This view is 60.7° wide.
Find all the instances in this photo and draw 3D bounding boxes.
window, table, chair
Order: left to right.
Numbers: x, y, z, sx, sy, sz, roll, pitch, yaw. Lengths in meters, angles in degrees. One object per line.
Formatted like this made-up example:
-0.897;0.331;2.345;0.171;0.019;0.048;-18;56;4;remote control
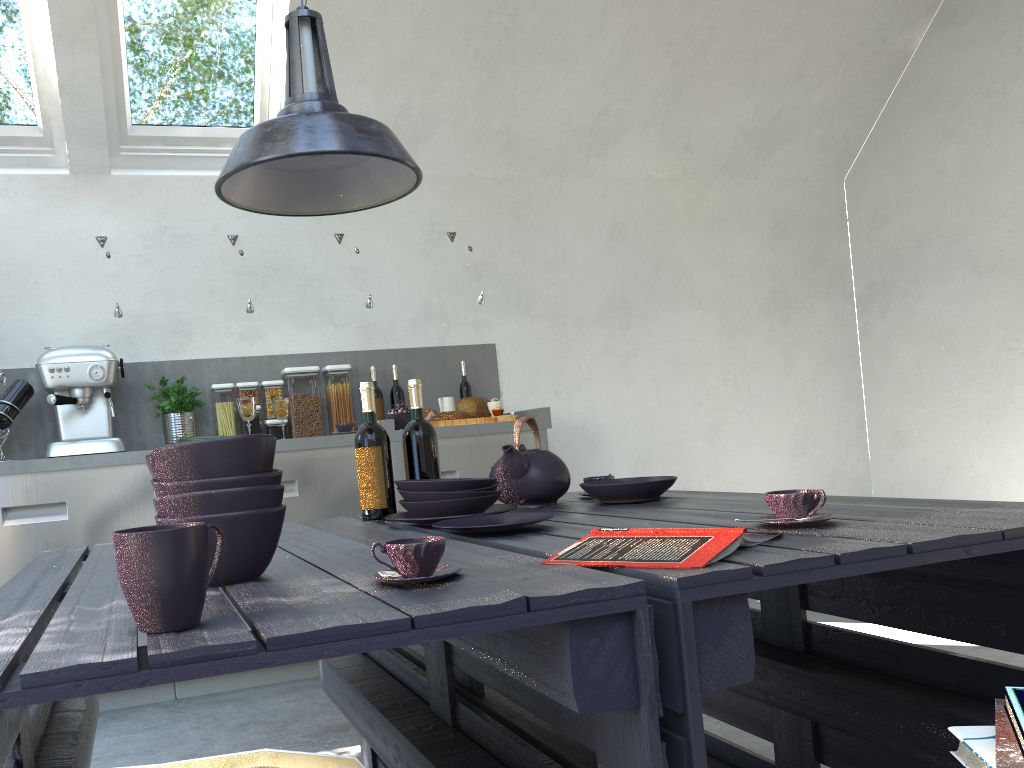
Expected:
-2.239;-1.713;3.351;0.798;1.396;1.549;-5;-2;-22;window
-1.333;-1.782;3.632;0.798;1.389;1.542;-5;-2;-22;window
-0.222;0.630;0.827;0.712;0.819;0.755;-5;-1;9;chair
-0.101;0.686;1.708;1.540;0.797;1.570;-4;-3;-21;table

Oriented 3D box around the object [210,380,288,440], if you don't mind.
-1.245;0.143;4.160;0.328;0.294;0.110;-4;0;-18;object

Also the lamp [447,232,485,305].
-0.230;-0.594;4.424;0.057;0.437;0.346;-5;-1;-23;lamp

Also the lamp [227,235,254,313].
-1.268;-0.524;4.093;0.057;0.437;0.346;-5;-1;-23;lamp

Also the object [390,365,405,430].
-0.576;0.076;4.401;0.070;0.345;0.074;-5;0;-18;object

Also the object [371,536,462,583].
-0.124;0.227;1.134;0.109;0.056;0.123;-3;-3;-33;object

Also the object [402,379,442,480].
-0.234;0.160;2.241;0.094;0.345;0.088;-5;0;13;object

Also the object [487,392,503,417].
-0.082;0.100;4.201;0.077;0.121;0.069;-5;-1;24;object

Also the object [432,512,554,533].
-0.036;0.269;1.679;0.227;0.019;0.242;-4;-4;-16;object

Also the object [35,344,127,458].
-1.846;0.066;3.776;0.344;0.500;0.446;-5;-1;-22;object

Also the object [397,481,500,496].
-0.140;0.246;1.947;0.222;0.063;0.236;-4;-3;-16;object

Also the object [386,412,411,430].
-0.496;0.172;3.992;0.155;0.079;0.139;-6;-3;27;object

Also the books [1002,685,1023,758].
0.608;0.358;0.911;0.151;0.025;0.194;-7;-4;25;books

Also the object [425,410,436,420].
-0.434;0.160;4.167;0.197;0.059;0.201;-5;-3;-1;object

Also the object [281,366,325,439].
-1.013;0.100;4.253;0.168;0.354;0.133;-5;0;-21;object

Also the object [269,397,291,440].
-1.038;0.159;3.952;0.093;0.192;0.104;-5;0;-33;object

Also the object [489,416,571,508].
0.041;0.199;2.248;0.204;0.232;0.227;-5;-1;-19;object

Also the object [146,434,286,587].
-0.438;0.189;1.306;0.186;0.214;0.222;-5;-2;-20;object

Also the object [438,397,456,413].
-0.312;0.125;4.260;0.082;0.119;0.089;-5;-1;0;object

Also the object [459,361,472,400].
-0.238;0.053;4.509;0.060;0.345;0.064;-5;1;-18;object

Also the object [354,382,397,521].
-0.348;0.168;2.195;0.095;0.345;0.087;-5;0;18;object

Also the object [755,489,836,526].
0.439;0.192;1.364;0.113;0.056;0.119;-4;-3;-13;object

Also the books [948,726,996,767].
0.616;0.419;0.911;0.203;0.033;0.278;-6;-4;9;books

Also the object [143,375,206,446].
-1.531;0.130;3.987;0.262;0.341;0.236;-5;-1;22;object

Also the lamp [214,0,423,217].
-0.451;-0.952;1.811;0.414;1.096;0.448;-5;0;-21;lamp

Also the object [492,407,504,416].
-0.067;0.133;4.140;0.055;0.046;0.063;-4;-2;-36;object

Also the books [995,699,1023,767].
0.608;0.386;0.908;0.185;0.032;0.240;-7;-4;30;books

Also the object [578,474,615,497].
0.232;0.271;2.319;0.110;0.056;0.122;-4;-3;-28;object

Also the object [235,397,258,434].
-1.135;0.156;3.767;0.104;0.192;0.093;-5;0;28;object

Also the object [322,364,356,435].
-0.849;0.089;4.308;0.123;0.354;0.133;-5;0;-22;object

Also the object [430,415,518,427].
-0.251;0.187;4.160;0.452;0.028;0.320;-4;-4;-20;object

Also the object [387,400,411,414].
-0.501;0.122;3.992;0.150;0.095;0.150;-3;-3;-35;object

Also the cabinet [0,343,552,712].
-1.207;0.583;3.957;2.744;1.478;0.590;-4;0;-18;cabinet

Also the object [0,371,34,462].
-2.176;0.137;3.661;0.239;0.394;0.325;-5;-1;7;object

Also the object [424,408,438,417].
-0.406;0.156;4.238;0.125;0.077;0.113;-6;-3;22;object

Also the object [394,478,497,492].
-0.146;0.234;1.943;0.220;0.058;0.239;-4;-4;-21;object

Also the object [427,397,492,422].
-0.251;0.119;4.175;0.135;0.112;0.425;-6;-4;39;object

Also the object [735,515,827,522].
0.412;0.209;1.337;0.134;0.013;0.027;-6;-3;9;object

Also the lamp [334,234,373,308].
-0.760;-0.559;4.260;0.056;0.435;0.359;-5;-1;-33;lamp

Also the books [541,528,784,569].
0.214;0.217;1.221;0.237;0.030;0.286;-8;-4;37;books

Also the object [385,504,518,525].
-0.135;0.295;1.947;0.304;0.024;0.288;-6;-4;11;object

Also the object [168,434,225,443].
-1.369;0.241;3.758;0.275;0.053;0.143;-5;-3;-3;object

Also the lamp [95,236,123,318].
-1.798;-0.489;3.928;0.056;0.435;0.359;-5;-1;-33;lamp

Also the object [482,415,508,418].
-0.089;0.153;4.096;0.197;0.003;0.020;-5;-4;7;object

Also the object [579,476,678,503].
0.278;0.253;2.087;0.240;0.047;0.219;-6;-4;20;object

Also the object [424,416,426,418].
-0.469;0.156;4.145;0.125;0.077;0.113;-6;-3;22;object

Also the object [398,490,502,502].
-0.136;0.258;1.944;0.221;0.063;0.237;-4;-3;-16;object

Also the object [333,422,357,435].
-0.750;0.203;3.928;0.115;0.056;0.117;-5;-3;-6;object

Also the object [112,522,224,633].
-0.367;0.210;0.962;0.123;0.109;0.106;-4;-2;-29;object

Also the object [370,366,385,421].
-0.679;0.083;4.368;0.069;0.345;0.076;-5;1;-28;object

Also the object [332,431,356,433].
-0.741;0.217;3.886;0.029;0.013;0.124;-8;-4;43;object

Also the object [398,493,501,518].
-0.136;0.274;1.944;0.240;0.047;0.219;-6;-4;20;object

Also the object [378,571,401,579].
-0.148;0.248;1.170;0.029;0.013;0.127;-6;-4;13;object
